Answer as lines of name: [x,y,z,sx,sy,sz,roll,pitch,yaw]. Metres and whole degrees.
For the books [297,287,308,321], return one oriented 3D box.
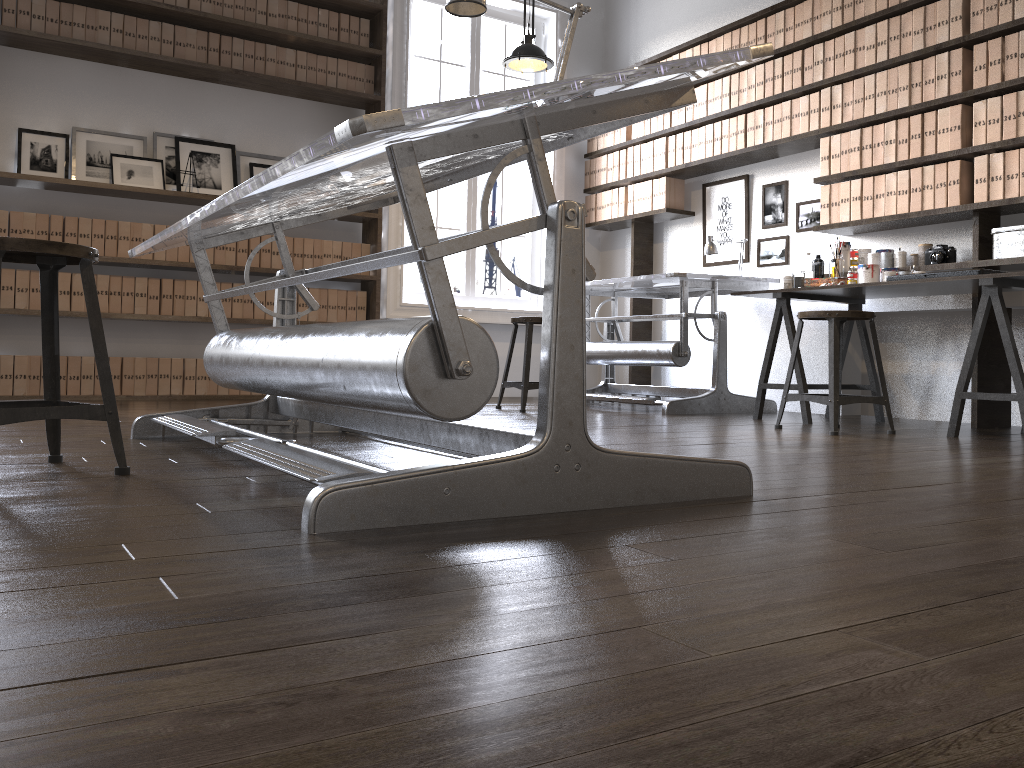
books: [-1.416,-0.526,5.879,0.067,0.226,0.174,2,-1,-32]

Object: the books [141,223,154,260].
books: [-2.232,-0.852,5.381,0.066,0.226,0.174,2,-1,-32]

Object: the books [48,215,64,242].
books: [-2.643,-0.854,5.125,0.067,0.226,0.174,2,-1,-32]

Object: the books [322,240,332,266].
books: [-1.275,-0.848,5.972,0.066,0.226,0.174,2,-1,-32]

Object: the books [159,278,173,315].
books: [-2.134,-0.530,5.435,0.067,0.226,0.174,2,-1,-32]

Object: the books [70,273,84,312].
books: [-2.548,-0.531,5.182,0.066,0.226,0.174,2,-1,-32]

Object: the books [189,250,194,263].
books: [-1.992,-0.851,5.530,0.066,0.226,0.174,2,-1,-32]

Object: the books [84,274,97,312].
books: [-2.495,-0.531,5.217,0.066,0.226,0.174,2,-1,-32]

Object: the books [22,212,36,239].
books: [-2.763,-0.855,5.054,0.066,0.226,0.174,2,-1,-32]

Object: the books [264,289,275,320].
books: [-1.596,-0.527,5.770,0.066,0.226,0.174,2,-1,-32]

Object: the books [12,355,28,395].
books: [-2.792,-0.050,5.026,0.066,0.226,0.174,2,-1,-32]

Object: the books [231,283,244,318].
books: [-1.773,-0.528,5.662,0.066,0.226,0.174,2,-1,-32]

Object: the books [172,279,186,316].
books: [-2.074,-0.529,5.479,0.066,0.226,0.174,2,-1,-32]

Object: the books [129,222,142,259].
books: [-2.286,-0.853,5.350,0.066,0.226,0.174,2,-1,-32]

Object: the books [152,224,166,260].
books: [-2.169,-0.852,5.418,0.067,0.226,0.174,2,-1,-32]

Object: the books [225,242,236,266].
books: [-1.815,-0.851,5.640,0.066,0.226,0.174,2,-1,-32]

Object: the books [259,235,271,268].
books: [-1.625,-0.850,5.760,0.066,0.226,0.174,2,-1,-32]

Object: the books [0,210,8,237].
books: [-2.876,-0.855,4.979,0.066,0.226,0.174,2,-1,-32]

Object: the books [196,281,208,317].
books: [-1.955,-0.529,5.548,0.066,0.226,0.174,2,-1,-32]

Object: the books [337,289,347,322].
books: [-1.189,-0.526,6.024,0.066,0.226,0.174,2,-1,-32]

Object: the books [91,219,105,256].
books: [-2.461,-0.854,5.243,0.066,0.226,0.174,2,-1,-32]

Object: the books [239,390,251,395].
books: [-1.731,-0.046,5.683,0.066,0.226,0.174,2,-1,-32]

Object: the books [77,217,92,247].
books: [-2.519,-0.854,5.202,0.066,0.226,0.174,2,-1,-32]

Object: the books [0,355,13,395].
books: [-2.852,-0.050,4.986,0.067,0.226,0.174,2,-1,-32]

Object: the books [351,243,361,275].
books: [-1.101,-0.848,6.084,0.066,0.226,0.174,2,-1,-32]

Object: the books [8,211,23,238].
books: [-2.815,-0.855,5.017,0.067,0.226,0.174,2,-1,-32]

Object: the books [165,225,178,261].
books: [-2.111,-0.852,5.458,0.066,0.226,0.174,2,-1,-32]

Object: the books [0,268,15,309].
books: [-2.848,-0.533,4.993,0.066,0.226,0.174,2,-1,-32]

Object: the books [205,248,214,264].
books: [-1.928,-0.851,5.565,0.066,0.226,0.174,2,-1,-32]

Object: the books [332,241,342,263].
books: [-1.217,-0.848,6.005,0.067,0.226,0.174,2,-1,-32]

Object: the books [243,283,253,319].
books: [-1.717,-0.528,5.691,0.067,0.226,0.174,2,-1,-32]

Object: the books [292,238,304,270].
books: [-1.444,-0.849,5.871,0.066,0.226,0.174,2,-1,-32]

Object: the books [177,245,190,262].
books: [-2.053,-0.852,5.496,0.066,0.226,0.174,2,-1,-32]

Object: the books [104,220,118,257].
books: [-2.401,-0.853,5.280,0.066,0.226,0.174,2,-1,-32]

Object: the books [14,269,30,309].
books: [-2.788,-0.532,5.034,0.066,0.226,0.174,2,-1,-32]

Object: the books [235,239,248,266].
books: [-1.752,-0.850,5.681,0.066,0.226,0.174,2,-1,-32]

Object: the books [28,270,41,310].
books: [-2.731,-0.532,5.074,0.066,0.226,0.174,2,-1,-32]

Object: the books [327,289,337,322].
books: [-1.244,-0.526,5.984,0.067,0.226,0.174,2,-1,-32]

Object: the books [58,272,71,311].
books: [-2.608,-0.532,5.143,0.067,0.226,0.174,2,-1,-32]

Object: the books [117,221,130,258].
books: [-2.340,-0.853,5.311,0.067,0.226,0.174,2,-1,-32]

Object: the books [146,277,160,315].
books: [-2.201,-0.530,5.401,0.066,0.226,0.174,2,-1,-32]

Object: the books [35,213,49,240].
books: [-2.709,-0.855,5.091,0.066,0.226,0.174,2,-1,-32]

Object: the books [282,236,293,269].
books: [-1.504,-0.849,5.834,0.066,0.226,0.174,2,-1,-32]

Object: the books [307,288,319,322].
books: [-1.355,-0.526,5.918,0.066,0.226,0.174,2,-1,-32]

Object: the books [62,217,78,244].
books: [-2.582,-0.854,5.169,0.066,0.226,0.174,2,-1,-32]

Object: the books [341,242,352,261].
books: [-1.159,-0.848,6.046,0.066,0.226,0.174,2,-1,-32]

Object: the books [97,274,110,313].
books: [-2.436,-0.531,5.248,0.067,0.226,0.174,2,-1,-32]

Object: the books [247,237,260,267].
books: [-1.686,-0.850,5.716,0.067,0.226,0.174,2,-1,-32]

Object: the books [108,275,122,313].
books: [-2.382,-0.531,5.288,0.066,0.226,0.174,2,-1,-32]

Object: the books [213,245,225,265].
books: [-1.867,-0.851,5.603,0.067,0.226,0.174,2,-1,-32]

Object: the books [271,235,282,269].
books: [-1.562,-0.850,5.793,0.066,0.226,0.174,2,-1,-32]

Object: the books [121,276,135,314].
books: [-2.321,-0.530,5.326,0.066,0.226,0.174,2,-1,-32]

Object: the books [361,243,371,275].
books: [-1.042,-0.847,6.112,0.067,0.226,0.174,2,-1,-32]

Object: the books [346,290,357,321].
books: [-1.129,-0.525,6.062,0.066,0.226,0.174,2,-1,-32]

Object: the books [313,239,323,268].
books: [-1.329,-0.849,5.940,0.066,0.226,0.174,2,-1,-32]

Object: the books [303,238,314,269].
books: [-1.383,-0.849,5.901,0.067,0.226,0.174,2,-1,-32]

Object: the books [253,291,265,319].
books: [-1.655,-0.527,5.729,0.066,0.226,0.174,2,-1,-32]

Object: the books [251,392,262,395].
books: [-1.669,-0.045,5.717,0.067,0.226,0.174,2,-1,-32]

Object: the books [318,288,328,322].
books: [-1.303,-0.526,5.953,0.066,0.226,0.174,2,-1,-32]

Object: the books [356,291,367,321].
books: [-1.067,-0.525,6.095,0.066,0.226,0.174,2,-1,-32]
